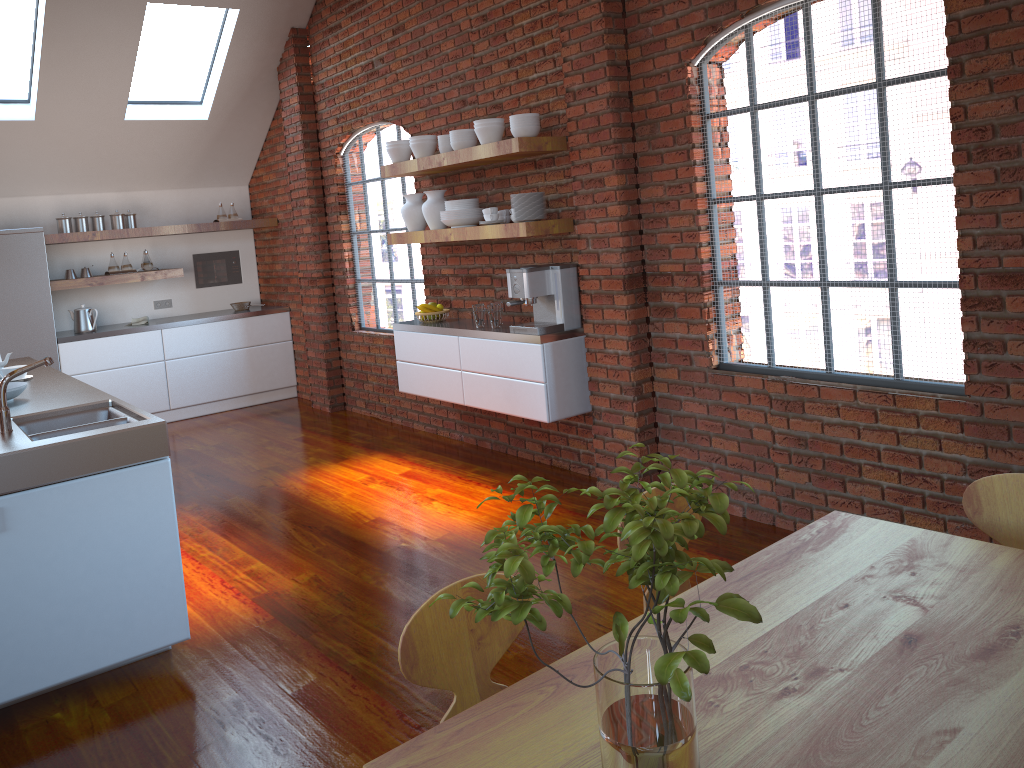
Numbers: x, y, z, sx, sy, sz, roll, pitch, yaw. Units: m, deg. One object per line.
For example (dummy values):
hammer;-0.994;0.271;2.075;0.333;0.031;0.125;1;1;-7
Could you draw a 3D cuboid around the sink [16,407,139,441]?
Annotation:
sink;-1.612;0.251;3.310;0.412;0.197;0.615;-12;12;-36

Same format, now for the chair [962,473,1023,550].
chair;1.215;0.627;2.088;0.416;0.752;0.439;-10;7;-41

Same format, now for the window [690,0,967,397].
window;1.302;-0.824;3.736;0.085;1.656;1.271;-8;6;-36

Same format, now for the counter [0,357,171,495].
counter;-2.549;0.134;4.049;1.034;0.129;3.156;-12;13;-35

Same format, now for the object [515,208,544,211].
object;0.096;-0.966;4.899;0.195;0.014;0.196;-9;11;-19

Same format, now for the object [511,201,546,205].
object;0.092;-1.002;4.897;0.195;0.014;0.196;-9;11;-19

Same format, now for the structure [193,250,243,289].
structure;-2.881;-1.126;8.626;0.461;0.332;0.013;-11;6;-36

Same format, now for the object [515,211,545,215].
object;0.097;-0.948;4.900;0.195;0.014;0.196;-9;11;-19

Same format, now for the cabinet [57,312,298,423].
cabinet;-3.067;-0.137;8.033;2.003;0.810;0.713;-12;9;-36

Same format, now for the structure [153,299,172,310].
structure;-3.303;-0.753;8.315;0.162;0.079;0.033;-12;8;-36

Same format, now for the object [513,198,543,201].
object;0.091;-1.021;4.896;0.195;0.014;0.196;-9;11;-19

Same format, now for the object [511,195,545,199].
object;0.089;-1.035;4.895;0.195;0.014;0.196;-9;11;-19

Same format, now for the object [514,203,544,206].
object;0.093;-0.993;4.898;0.195;0.014;0.196;-9;11;-19

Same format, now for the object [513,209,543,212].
object;0.096;-0.962;4.899;0.195;0.014;0.196;-9;11;-19

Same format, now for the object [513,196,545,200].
object;0.090;-1.030;4.895;0.195;0.014;0.196;-9;11;-19

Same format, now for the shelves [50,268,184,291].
shelves;-3.526;-0.921;7.729;1.076;0.075;0.657;-13;13;-36

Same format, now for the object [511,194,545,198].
object;0.089;-1.039;4.895;0.195;0.014;0.196;-9;11;-19

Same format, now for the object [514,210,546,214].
object;0.097;-0.952;4.900;0.195;0.014;0.196;-9;11;-19

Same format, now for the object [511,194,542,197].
object;0.089;-1.043;4.894;0.195;0.014;0.196;-9;11;-19

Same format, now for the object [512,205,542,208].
object;0.094;-0.984;4.898;0.195;0.014;0.196;-9;11;-19

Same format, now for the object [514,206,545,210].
object;0.095;-0.975;4.899;0.195;0.014;0.196;-9;11;-19

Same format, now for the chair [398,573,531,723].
chair;0.022;0.797;1.740;0.443;0.752;0.412;-10;7;-41

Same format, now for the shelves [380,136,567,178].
shelves;-0.289;-1.380;5.400;0.340;0.075;1.542;-12;13;-35

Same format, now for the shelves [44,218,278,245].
shelves;-3.197;-1.382;7.976;1.997;0.075;0.657;-13;13;-36

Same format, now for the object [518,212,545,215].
object;0.098;-0.943;4.901;0.195;0.014;0.196;-9;11;-19

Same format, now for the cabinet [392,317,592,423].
cabinet;-0.178;-0.132;5.476;0.340;0.470;1.629;-9;11;-36

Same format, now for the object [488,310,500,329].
object;-0.103;-0.383;5.226;0.078;0.103;0.078;-8;7;-24

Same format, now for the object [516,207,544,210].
object;0.095;-0.970;4.899;0.195;0.014;0.196;-9;11;-19

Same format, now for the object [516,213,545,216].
object;0.098;-0.938;4.901;0.195;0.014;0.196;-9;11;-19

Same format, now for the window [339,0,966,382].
window;2.839;-1.076;5.520;17.443;9.819;3.668;3;9;43

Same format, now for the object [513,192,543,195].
object;0.088;-1.053;4.894;0.195;0.014;0.196;-9;11;-19

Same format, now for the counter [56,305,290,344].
counter;-3.104;-0.563;8.006;2.003;0.044;0.717;-13;13;-36

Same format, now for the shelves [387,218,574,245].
shelves;-0.249;-0.933;5.427;0.340;0.075;1.542;-12;13;-35

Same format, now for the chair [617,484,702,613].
chair;0.507;0.662;2.237;0.443;0.752;0.412;-10;7;-41

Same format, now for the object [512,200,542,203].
object;0.092;-1.011;4.896;0.195;0.014;0.196;-9;11;-19

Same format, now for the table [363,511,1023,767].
table;0.606;0.829;1.601;1.486;0.637;0.819;-13;11;-40

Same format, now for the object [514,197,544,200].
object;0.090;-1.025;4.896;0.195;0.014;0.196;-9;11;-19

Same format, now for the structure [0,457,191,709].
structure;-2.503;0.581;4.083;1.033;0.758;3.132;-11;12;-35

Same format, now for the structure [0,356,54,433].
structure;-1.773;0.032;3.208;0.202;0.246;0.099;-10;6;-36

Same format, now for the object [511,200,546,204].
object;0.092;-1.006;4.897;0.195;0.014;0.196;-9;11;-19

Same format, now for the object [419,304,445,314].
object;-0.540;-0.497;5.848;0.184;0.084;0.067;-5;6;1

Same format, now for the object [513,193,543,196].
object;0.088;-1.048;4.894;0.195;0.014;0.196;-9;11;-19

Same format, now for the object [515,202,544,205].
object;0.093;-0.998;4.897;0.195;0.014;0.196;-9;11;-19

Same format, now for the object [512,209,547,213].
object;0.096;-0.957;4.900;0.195;0.014;0.196;-9;11;-19

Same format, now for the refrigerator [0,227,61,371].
refrigerator;-4.247;-0.339;7.115;0.920;1.758;0.782;-9;6;-36

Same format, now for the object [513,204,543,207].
object;0.094;-0.988;4.898;0.195;0.014;0.196;-9;11;-19

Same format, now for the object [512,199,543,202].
object;0.091;-1.016;4.896;0.195;0.014;0.196;-9;11;-19

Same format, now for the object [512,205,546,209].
object;0.094;-0.980;4.898;0.195;0.014;0.196;-9;11;-19
